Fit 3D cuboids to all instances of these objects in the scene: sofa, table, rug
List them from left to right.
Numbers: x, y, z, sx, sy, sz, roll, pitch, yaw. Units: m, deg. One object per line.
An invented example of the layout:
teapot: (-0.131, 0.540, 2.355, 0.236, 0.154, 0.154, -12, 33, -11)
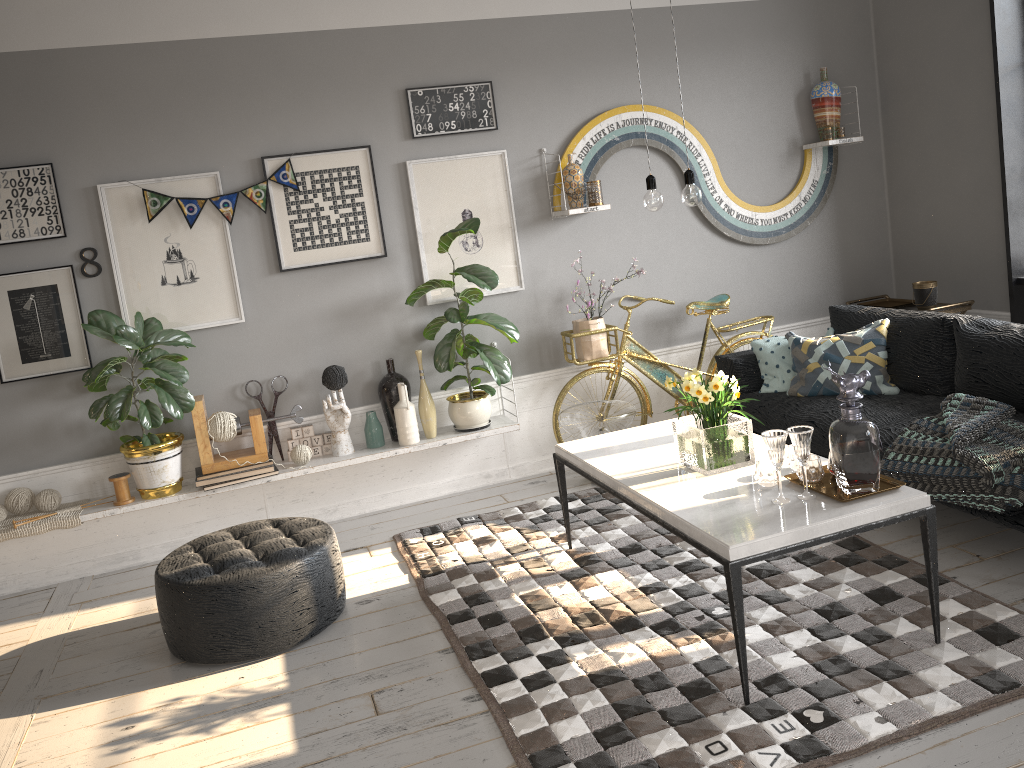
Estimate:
rug: (0.588, 0.781, 3.543, 1.775, 0.034, 2.544, -11, 11, -16)
table: (0.773, 0.550, 3.345, 0.734, 0.506, 1.466, -11, 11, -16)
table: (2.477, -0.182, 5.497, 0.340, 0.673, 0.747, -10, 9, -16)
sofa: (1.911, 0.110, 4.110, 0.973, 0.790, 2.356, -11, 11, -17)

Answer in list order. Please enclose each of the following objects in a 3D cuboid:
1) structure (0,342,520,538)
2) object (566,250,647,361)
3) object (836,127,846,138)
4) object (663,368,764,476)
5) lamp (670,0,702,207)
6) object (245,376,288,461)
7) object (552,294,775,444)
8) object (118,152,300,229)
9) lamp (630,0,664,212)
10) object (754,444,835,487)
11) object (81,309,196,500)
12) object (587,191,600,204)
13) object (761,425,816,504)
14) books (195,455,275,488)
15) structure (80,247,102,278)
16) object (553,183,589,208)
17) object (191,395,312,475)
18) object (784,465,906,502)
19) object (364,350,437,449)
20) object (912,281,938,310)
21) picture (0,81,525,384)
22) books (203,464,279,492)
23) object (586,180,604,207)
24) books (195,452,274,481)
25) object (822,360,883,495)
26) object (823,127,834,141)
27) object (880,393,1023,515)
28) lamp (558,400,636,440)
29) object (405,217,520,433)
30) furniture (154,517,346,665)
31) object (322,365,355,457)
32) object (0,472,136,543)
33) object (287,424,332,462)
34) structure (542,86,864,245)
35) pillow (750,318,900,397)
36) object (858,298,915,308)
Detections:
structure: (-1.321, 0.266, 4.598, 2.785, 0.482, 0.310, -11, 9, -17)
object: (0.552, -0.468, 5.058, 0.488, 0.636, 0.256, -8, 8, 1)
object: (2.019, -1.544, 5.433, 0.050, 0.058, 0.050, -12, 10, -27)
object: (0.740, 0.125, 3.294, 0.326, 0.348, 0.354, -10, 9, -14)
lamp: (0.124, -1.245, 2.655, 0.074, 1.523, 1.409, -1, 11, 42)
object: (-1.279, 0.193, 4.729, 0.222, 0.459, 0.019, -10, 7, -17)
object: (0.989, -0.079, 5.253, 1.634, 0.961, 0.428, -12, 9, -25)
object: (-1.522, -0.978, 4.561, 0.917, 0.336, 0.058, -11, 8, -17)
lamp: (-0.012, -1.231, 2.677, 0.074, 1.523, 1.409, -1, 11, 42)
object: (0.990, 0.286, 2.998, 0.281, 0.086, 0.246, -16, 13, -38)
object: (-1.800, 0.083, 4.335, 0.513, 0.955, 0.547, -13, 9, -31)
object: (0.472, -1.066, 5.094, 0.063, 0.081, 0.062, -15, 11, -40)
object: (0.890, 0.259, 2.826, 0.168, 0.225, 0.083, -9, 8, -5)
books: (-1.420, 0.445, 4.545, 0.385, 0.029, 0.262, -11, 11, -16)
structure: (-2.408, -0.494, 4.345, 0.741, 0.261, 0.024, -11, 8, -17)
object: (0.334, -1.060, 4.952, 0.196, 0.164, 0.061, -5, 8, 17)
object: (-1.334, 0.246, 4.562, 0.547, 0.436, 0.240, -11, 8, -17)
object: (1.087, 0.321, 2.907, 0.247, 0.015, 0.320, -11, 11, -16)
object: (-0.623, 0.079, 4.777, 0.331, 0.484, 0.289, -2, 10, 33)
object: (2.450, -0.523, 5.247, 0.141, 0.159, 0.140, -4, 9, 21)
picture: (-2.836, -0.113, 2.101, 7.316, 1.779, 4.066, -11, 11, -16)
books: (-1.407, 0.465, 4.556, 0.370, 0.021, 0.298, -12, 12, -22)
object: (0.470, -1.078, 5.010, 0.086, 0.138, 0.086, -11, 9, -24)
books: (-1.429, 0.422, 4.551, 0.380, 0.017, 0.230, -12, 11, -19)
object: (1.090, 0.133, 2.825, 0.155, 0.413, 0.150, -7, 7, 3)
object: (1.945, -1.537, 5.446, 0.060, 0.078, 0.060, -12, 9, -28)
object: (1.822, 0.272, 3.453, 0.492, 0.326, 0.670, -12, 11, -21)
lamp: (0.490, 0.322, 4.908, 0.432, 0.434, 0.437, -6, 9, 14)
object: (-0.258, -0.316, 4.826, 0.566, 1.140, 0.420, -5, 8, 23)
furniture: (-1.065, 0.821, 3.637, 0.740, 0.353, 0.738, -13, 12, -29)
object: (-0.924, 0.139, 4.701, 0.155, 0.479, 0.137, -10, 8, -17)
object: (-2.256, 0.546, 4.295, 0.787, 0.304, 0.331, -11, 9, -16)
object: (-1.079, 0.304, 4.764, 0.265, 0.172, 0.079, -10, 8, -11)
structure: (1.198, -1.255, 5.296, 2.028, 0.947, 0.268, -11, 8, -17)
pillow: (1.649, -0.142, 4.663, 0.446, 0.359, 0.800, -14, 12, -34)
object: (2.389, -0.511, 5.604, 0.247, 0.015, 0.320, -11, 11, -16)
